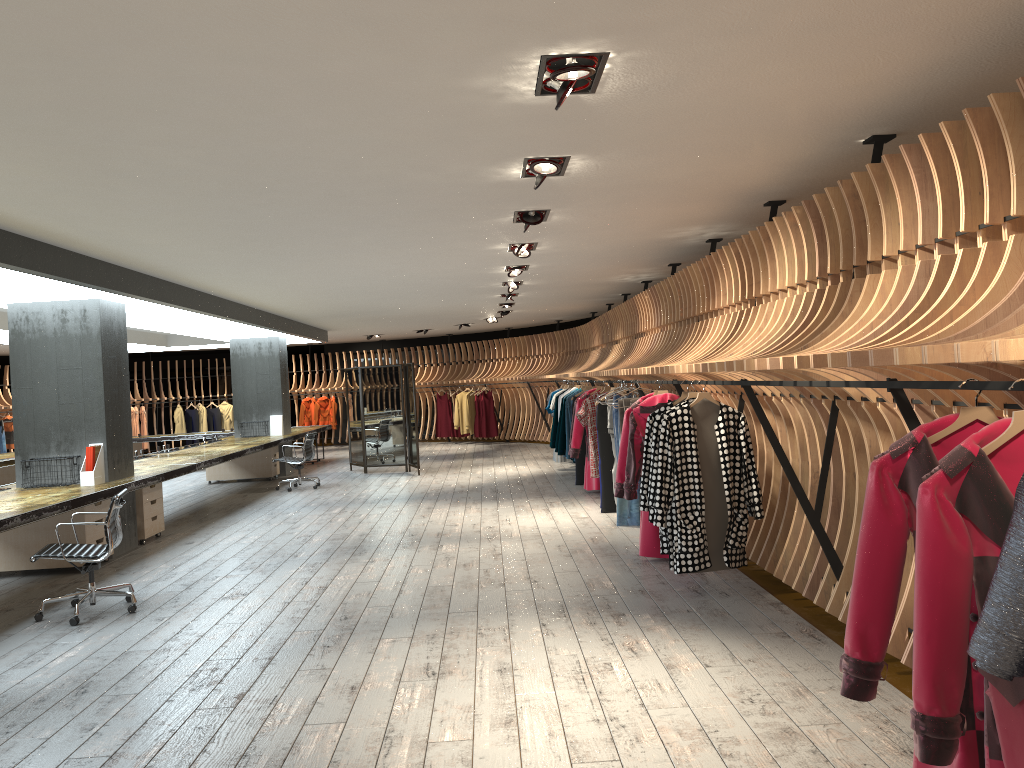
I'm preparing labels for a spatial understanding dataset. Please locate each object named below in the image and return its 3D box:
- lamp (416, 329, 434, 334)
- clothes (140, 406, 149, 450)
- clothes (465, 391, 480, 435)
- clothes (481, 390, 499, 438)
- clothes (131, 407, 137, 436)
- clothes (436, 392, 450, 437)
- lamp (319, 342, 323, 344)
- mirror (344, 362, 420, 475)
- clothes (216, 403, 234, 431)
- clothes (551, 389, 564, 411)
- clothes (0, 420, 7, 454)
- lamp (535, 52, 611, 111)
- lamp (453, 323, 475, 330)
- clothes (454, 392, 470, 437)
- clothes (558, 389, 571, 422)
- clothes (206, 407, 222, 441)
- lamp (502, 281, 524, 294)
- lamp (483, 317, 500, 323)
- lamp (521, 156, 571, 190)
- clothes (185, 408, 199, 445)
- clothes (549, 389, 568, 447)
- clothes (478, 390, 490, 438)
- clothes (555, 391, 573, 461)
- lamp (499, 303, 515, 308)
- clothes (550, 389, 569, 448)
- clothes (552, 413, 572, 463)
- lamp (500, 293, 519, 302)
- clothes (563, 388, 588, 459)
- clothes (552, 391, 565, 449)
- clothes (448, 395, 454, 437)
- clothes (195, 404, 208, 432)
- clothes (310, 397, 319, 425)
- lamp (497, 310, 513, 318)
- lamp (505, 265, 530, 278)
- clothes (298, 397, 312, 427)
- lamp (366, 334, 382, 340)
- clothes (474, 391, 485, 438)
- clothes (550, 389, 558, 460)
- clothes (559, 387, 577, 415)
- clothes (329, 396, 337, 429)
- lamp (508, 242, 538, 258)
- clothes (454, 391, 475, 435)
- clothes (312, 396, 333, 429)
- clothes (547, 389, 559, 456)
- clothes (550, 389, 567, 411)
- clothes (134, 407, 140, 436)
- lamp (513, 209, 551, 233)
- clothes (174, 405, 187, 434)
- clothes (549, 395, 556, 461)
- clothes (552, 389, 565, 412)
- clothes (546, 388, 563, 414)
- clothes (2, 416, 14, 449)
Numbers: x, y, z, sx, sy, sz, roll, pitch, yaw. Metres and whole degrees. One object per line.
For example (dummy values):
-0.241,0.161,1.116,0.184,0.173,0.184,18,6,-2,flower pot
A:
-2.072,-1.293,20.687,0.492,0.294,0.269,-3,0,43,lamp
-9.251,1.131,22.269,0.125,1.156,0.447,-3,-1,-37,clothes
-0.873,0.681,21.345,0.151,1.053,0.777,-4,-1,39,clothes
-0.549,0.706,21.001,0.444,1.129,0.126,-3,-1,-30,clothes
-9.484,1.146,22.112,0.447,1.156,0.125,-4,-1,33,clothes
-1.703,0.766,22.092,0.444,1.129,0.126,-3,-1,-5,clothes
-4.875,-1.139,22.100,0.492,0.298,0.269,-3,0,7,lamp
-2.279,0.616,15.648,2.110,1.892,0.443,-3,-1,39,mirror
-7.467,0.925,23.094,0.704,0.890,0.250,-3,-1,19,clothes
1.026,0.540,15.236,0.743,0.931,0.158,-3,-1,2,clothes
-11.456,1.509,19.813,0.309,1.422,0.200,-3,-1,-30,clothes
0.241,-1.326,3.706,0.269,0.295,0.492,-3,0,-2,lamp
-1.055,-1.345,19.472,0.269,0.292,0.492,-3,0,-34,lamp
-1.259,0.743,21.706,0.444,1.129,0.126,-3,-1,-40,clothes
1.094,0.594,13.996,0.733,1.106,0.165,-3,-1,3,clothes
-7.730,1.270,22.999,0.539,1.353,0.087,-3,-1,23,clothes
0.007,-1.356,11.676,0.269,0.301,0.492,-3,0,-2,lamp
-0.393,-1.377,18.030,0.269,0.287,0.492,-3,0,-21,lamp
0.195,-1.334,5.300,0.269,0.294,0.492,-3,0,-2,lamp
-8.212,1.299,22.814,0.539,1.353,0.087,-4,-1,33,clothes
1.050,0.615,14.621,0.913,1.081,0.238,-3,-1,-2,clothes
-0.600,0.709,21.079,0.444,1.129,0.126,-3,-1,-5,clothes
1.084,0.616,13.471,0.913,1.081,0.238,-3,-1,3,clothes
-0.087,-1.373,14.865,0.269,0.294,0.492,-3,0,-2,lamp
1.056,0.615,14.412,0.913,1.081,0.238,-3,-1,3,clothes
1.016,0.802,15.825,0.677,1.434,0.203,-3,-1,-17,clothes
-0.040,-1.370,13.270,0.269,0.286,0.492,-3,0,-2,lamp
1.102,0.588,13.241,0.715,1.088,0.256,-3,-1,-6,clothes
1.061,0.615,14.499,0.913,1.081,0.238,-3,-1,-2,clothes
-1.517,0.756,21.928,0.127,1.129,0.443,-3,-1,-10,clothes
-8.038,0.961,22.914,0.704,0.890,0.250,-3,-1,39,clothes
-5.159,0.778,23.381,0.201,0.881,0.839,-3,0,3,clothes
-0.137,-1.381,16.459,0.269,0.291,0.492,-3,0,-6,lamp
0.054,-1.352,10.082,0.269,0.296,0.492,-3,0,-2,lamp
-5.390,0.791,23.340,0.201,0.881,0.839,-3,0,13,clothes
-3.372,-1.225,21.593,0.492,0.292,0.269,-3,0,31,lamp
-0.718,0.715,21.200,0.444,1.129,0.126,-3,-1,-30,clothes
1.005,0.800,16.241,0.677,1.434,0.204,-3,-1,13,clothes
1.042,0.598,13.804,0.733,1.106,0.165,-3,-1,-2,clothes
-4.710,0.753,23.274,0.201,0.881,0.839,-3,0,-22,clothes
0.100,-1.352,8.488,0.269,0.284,0.492,-3,0,-2,lamp
-1.033,0.690,21.496,0.777,1.053,0.151,-3,-1,-1,clothes
-4.952,0.766,23.318,0.200,0.881,0.839,-4,0,28,clothes
1.010,0.801,16.101,0.677,1.434,0.203,-3,-1,-12,clothes
1.011,0.541,14.779,0.734,0.938,0.164,-3,-1,2,clothes
-9.390,1.140,22.180,0.125,1.156,0.447,-3,-1,-32,clothes
0.147,-1.342,6.894,0.269,0.291,0.492,-3,0,-2,lamp
-8.517,0.990,22.691,0.250,0.890,0.704,-3,-1,-41,clothes
1.013,0.801,15.960,0.677,1.434,0.204,-3,-1,13,clothes
1.022,0.555,14.965,0.743,0.950,0.167,-3,-1,-18,clothes
0.966,0.557,15.377,0.738,0.971,0.167,-3,-1,7,clothes
-11.364,1.149,20.059,0.839,0.881,0.201,-3,-1,28,clothes
